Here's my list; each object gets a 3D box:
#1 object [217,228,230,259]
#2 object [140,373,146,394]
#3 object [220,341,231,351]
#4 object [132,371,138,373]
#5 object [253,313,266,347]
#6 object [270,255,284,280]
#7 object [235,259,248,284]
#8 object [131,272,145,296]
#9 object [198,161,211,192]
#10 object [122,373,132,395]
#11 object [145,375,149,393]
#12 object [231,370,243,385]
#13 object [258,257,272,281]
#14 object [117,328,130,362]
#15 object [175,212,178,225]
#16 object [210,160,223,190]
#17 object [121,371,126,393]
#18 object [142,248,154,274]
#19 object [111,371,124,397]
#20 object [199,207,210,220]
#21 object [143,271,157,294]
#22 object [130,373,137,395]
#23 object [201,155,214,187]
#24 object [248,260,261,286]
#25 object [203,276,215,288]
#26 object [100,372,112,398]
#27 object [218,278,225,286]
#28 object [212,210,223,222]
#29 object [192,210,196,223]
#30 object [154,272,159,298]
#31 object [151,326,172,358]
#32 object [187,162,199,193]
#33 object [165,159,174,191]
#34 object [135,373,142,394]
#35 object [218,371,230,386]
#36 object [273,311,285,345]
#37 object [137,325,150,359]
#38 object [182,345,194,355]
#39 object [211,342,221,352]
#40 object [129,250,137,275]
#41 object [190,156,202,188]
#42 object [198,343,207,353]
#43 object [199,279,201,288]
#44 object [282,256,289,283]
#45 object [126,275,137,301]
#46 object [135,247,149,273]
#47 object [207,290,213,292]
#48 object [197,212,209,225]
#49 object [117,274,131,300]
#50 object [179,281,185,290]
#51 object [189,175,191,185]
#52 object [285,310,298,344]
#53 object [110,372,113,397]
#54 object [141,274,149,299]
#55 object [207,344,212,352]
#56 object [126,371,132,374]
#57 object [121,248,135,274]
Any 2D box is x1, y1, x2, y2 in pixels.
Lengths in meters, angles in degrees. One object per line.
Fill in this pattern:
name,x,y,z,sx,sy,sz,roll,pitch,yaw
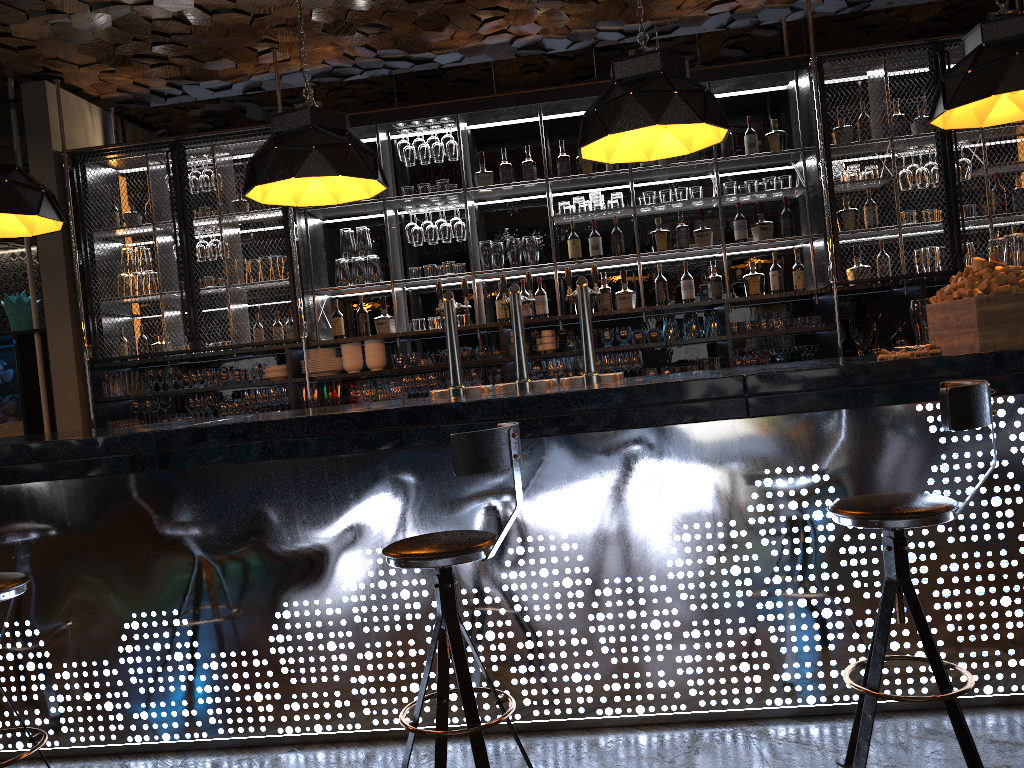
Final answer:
object,-2.103,-1.024,6.464,0.081,0.213,0.081,-5,1,12
object,-2.692,-0.003,6.447,0.051,0.152,0.058,-5,1,32
object,-2.058,-0.266,6.380,0.077,0.080,0.077,-6,1,-6
object,-2.786,-0.007,6.551,0.067,0.174,0.067,-7,1,-44
object,-1.826,-0.379,6.394,0.075,0.261,0.075,-6,1,-35
object,-1.669,-0.821,6.309,0.092,0.182,0.092,-6,1,1
object,-1.928,-0.796,6.334,0.092,0.182,0.092,-6,1,1
object,-2.730,-0.719,6.464,0.092,0.182,0.092,-6,1,1
object,-2.242,-1.513,6.465,0.081,0.213,0.081,-5,1,12
object,-2.722,0.003,6.270,0.051,0.152,0.058,-5,1,11
object,-2.701,-0.003,6.508,0.051,0.152,0.058,-5,1,30
object,-1.914,-0.046,6.174,0.078,0.099,0.078,-6,1,-27
object,-1.761,-0.812,6.340,0.092,0.182,0.092,-6,1,1
object,-2.850,-0.280,6.501,0.075,0.261,0.075,-6,1,-35
object,-2.417,-1.197,6.426,0.077,0.080,0.077,-6,1,-3
object,-2.152,-1.522,6.456,0.081,0.213,0.081,-5,1,12
object,-2.802,-0.002,6.374,0.067,0.174,0.067,-5,1,31
object,-2.696,-0.907,6.542,0.092,0.182,0.092,-6,1,1
object,-2.802,-0.001,6.297,0.067,0.174,0.067,-5,1,45
object,-2.195,-1.217,6.339,0.077,0.080,0.077,-5,1,42
object,-2.632,-0.729,6.443,0.092,0.182,0.092,-6,1,1
object,-2.711,0.001,6.329,0.058,0.152,0.051,-5,1,10
object,-2.167,-1.518,6.313,0.081,0.213,0.081,-5,1,12
object,-1.863,-0.804,6.428,0.092,0.182,0.092,-6,1,1
object,-2.158,-0.722,6.325,0.077,0.080,0.077,-6,1,2
object,-2.882,0.007,6.294,0.067,0.174,0.067,-5,1,14
object,-2.102,-0.730,6.477,0.077,0.080,0.077,-6,1,2
object,-2.152,-1.224,6.496,0.077,0.080,0.077,-5,1,42
object,-2.315,-1.207,6.395,0.077,0.080,0.077,-5,1,42
object,-2.634,-0.730,6.541,0.092,0.182,0.092,-6,1,1
object,-2.550,-0.301,6.453,0.108,0.244,0.108,-5,1,20
object,-2.327,-1.505,6.474,0.081,0.213,0.081,-5,1,12
object,-2.437,-1.492,6.341,0.081,0.213,0.081,-5,1,12
object,-2.701,-0.001,6.389,0.058,0.152,0.051,-6,1,-33
object,-2.012,-0.039,6.191,0.078,0.103,0.078,-6,1,-41
object,-1.687,-0.394,6.402,0.075,0.260,0.075,-6,1,-35
object,-2.688,-0.296,6.457,0.075,0.260,0.075,-5,1,40
object,-2.331,-0.239,6.390,0.077,0.080,0.077,-7,1,-45
object,-2.144,-0.258,6.445,0.077,0.080,0.077,-6,1,-28
object,-2.796,-0.898,6.563,0.092,0.182,0.092,-6,1,1
object,-2.256,-1.509,6.322,0.081,0.213,0.081,-5,1,12
object,-2.229,-0.249,6.367,0.077,0.080,0.077,-6,1,-8
object,-2.277,-0.711,6.391,0.077,0.080,0.077,-6,1,-16
object,-1.649,-0.824,6.402,0.092,0.182,0.092,-6,1,1
object,-2.832,-0.711,6.577,0.092,0.182,0.092,-6,1,1
object,-2.700,-0.905,6.463,0.092,0.182,0.092,-6,1,1
object,-2.206,-0.720,6.482,0.077,0.080,0.077,-6,1,-30
object,-2.261,-1.214,6.497,0.077,0.080,0.077,-6,1,-28
object,-2.833,-0.709,6.474,0.092,0.182,0.092,-6,1,1
object,-2.372,-0.703,6.439,0.077,0.080,0.077,-5,1,18
object,-2.342,-1.501,6.331,0.081,0.213,0.081,-5,1,12
object,-1.587,-0.403,6.371,0.075,0.260,0.075,-6,1,-35
object,-2.872,0.005,6.369,0.067,0.174,0.067,-7,1,-44
object,-2.727,-0.721,6.559,0.092,0.182,0.092,-6,1,1
object,-2.249,-0.249,6.530,0.077,0.080,0.077,-7,1,-45
object,-2.795,-0.005,6.464,0.067,0.174,0.067,-6,1,-33
object,-2.801,-0.896,6.465,0.092,0.182,0.092,-6,1,1
